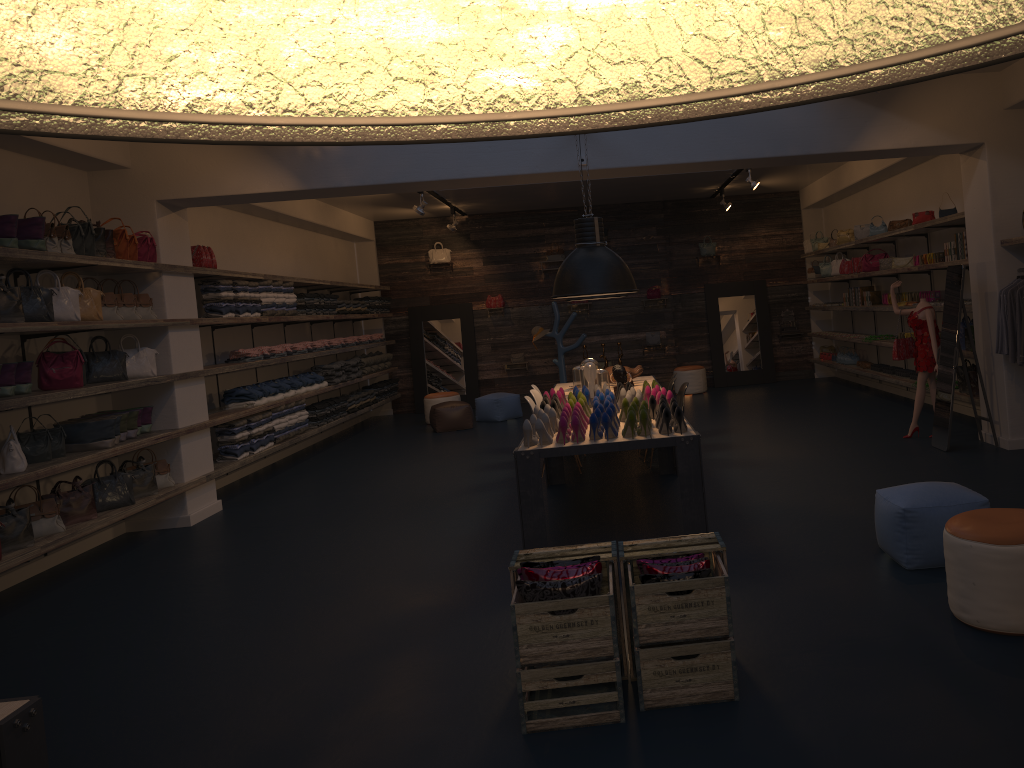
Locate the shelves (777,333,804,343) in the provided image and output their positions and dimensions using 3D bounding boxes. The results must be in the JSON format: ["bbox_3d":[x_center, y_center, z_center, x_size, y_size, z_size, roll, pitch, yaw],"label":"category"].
[{"bbox_3d":[5.182,-0.861,16.156,0.455,0.157,0.244,-5,4,-1],"label":"shelves"}]

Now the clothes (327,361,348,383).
[{"bbox_3d":[-2.544,-0.162,12.362,0.403,0.317,0.347,-5,3,-12],"label":"clothes"}]

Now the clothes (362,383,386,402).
[{"bbox_3d":[-2.270,0.146,14.323,0.368,0.298,0.329,-5,3,4],"label":"clothes"}]

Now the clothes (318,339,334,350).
[{"bbox_3d":[-2.677,-0.541,12.142,0.324,0.154,0.348,-5,4,-3],"label":"clothes"}]

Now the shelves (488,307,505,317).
[{"bbox_3d":[-0.291,-1.303,15.783,0.306,0.157,0.245,-5,4,0],"label":"shelves"}]

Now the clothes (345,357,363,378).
[{"bbox_3d":[-2.462,-0.231,13.152,0.403,0.317,0.347,-5,3,-12],"label":"clothes"}]

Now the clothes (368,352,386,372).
[{"bbox_3d":[-2.330,-0.384,14.716,0.331,0.341,0.401,-4,3,9],"label":"clothes"}]

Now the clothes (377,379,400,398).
[{"bbox_3d":[-2.200,0.076,15.143,0.363,0.298,0.652,-4,4,6],"label":"clothes"}]

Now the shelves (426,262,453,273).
[{"bbox_3d":[-1.294,-2.106,15.704,0.455,0.157,0.244,-5,4,-1],"label":"shelves"}]

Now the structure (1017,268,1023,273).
[{"bbox_3d":[4.262,-0.676,3.738,0.038,0.039,8.746,-4,4,6],"label":"structure"}]

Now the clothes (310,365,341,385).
[{"bbox_3d":[-2.572,-0.123,11.984,0.385,0.302,0.341,-5,3,-10],"label":"clothes"}]

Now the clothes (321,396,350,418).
[{"bbox_3d":[-2.497,0.329,12.233,0.346,0.298,0.313,-4,3,8],"label":"clothes"}]

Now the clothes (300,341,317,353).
[{"bbox_3d":[-2.752,-0.478,11.421,0.324,0.154,0.348,-5,4,-3],"label":"clothes"}]

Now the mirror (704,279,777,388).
[{"bbox_3d":[4.229,-0.939,16.094,1.166,1.915,0.265,-5,2,-3],"label":"mirror"}]

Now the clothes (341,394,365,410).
[{"bbox_3d":[-2.465,0.278,13.123,0.420,0.251,0.345,-5,3,-1],"label":"clothes"}]

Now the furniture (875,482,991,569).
[{"bbox_3d":[2.512,0.810,5.193,0.653,0.422,0.645,-5,4,0],"label":"furniture"}]

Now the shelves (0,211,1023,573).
[{"bbox_3d":[0.774,-0.226,7.510,8.635,2.224,16.888,-4,4,4],"label":"shelves"}]

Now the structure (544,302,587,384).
[{"bbox_3d":[0.879,-0.524,14.945,0.902,1.805,0.184,-4,2,26],"label":"structure"}]

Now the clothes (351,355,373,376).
[{"bbox_3d":[-2.421,-0.307,13.833,0.331,0.341,0.401,-4,3,9],"label":"clothes"}]

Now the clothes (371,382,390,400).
[{"bbox_3d":[-2.247,0.118,14.649,0.377,0.298,0.312,-5,3,-10],"label":"clothes"}]

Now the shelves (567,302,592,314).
[{"bbox_3d":[1.246,-1.371,15.882,0.455,0.210,0.244,-5,3,-1],"label":"shelves"}]

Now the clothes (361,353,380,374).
[{"bbox_3d":[-2.375,-0.345,14.275,0.331,0.341,0.401,-4,3,9],"label":"clothes"}]

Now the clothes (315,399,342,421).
[{"bbox_3d":[-2.530,0.358,11.905,0.353,0.298,0.306,-5,3,1],"label":"clothes"}]

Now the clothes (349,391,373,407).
[{"bbox_3d":[-2.424,0.242,13.540,0.405,0.251,0.357,-4,4,11],"label":"clothes"}]

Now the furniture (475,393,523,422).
[{"bbox_3d":[-0.218,0.351,13.770,0.595,0.422,0.704,-2,5,41],"label":"furniture"}]

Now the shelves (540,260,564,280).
[{"bbox_3d":[0.805,-2.086,15.839,0.562,0.316,0.243,-5,3,-2],"label":"shelves"}]

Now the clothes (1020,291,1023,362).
[{"bbox_3d":[4.687,-0.526,7.523,0.658,0.753,0.128,-5,2,-1],"label":"clothes"}]

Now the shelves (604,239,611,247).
[{"bbox_3d":[1.583,-2.529,15.882,0.455,0.178,0.244,-5,3,-1],"label":"shelves"}]

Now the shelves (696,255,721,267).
[{"bbox_3d":[3.637,-2.275,16.022,0.455,0.177,0.244,-5,3,-1],"label":"shelves"}]

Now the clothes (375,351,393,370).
[{"bbox_3d":[-2.284,-0.422,15.158,0.331,0.341,0.401,-4,3,9],"label":"clothes"}]

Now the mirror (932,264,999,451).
[{"bbox_3d":[4.319,-0.269,8.418,0.525,1.763,0.504,-5,2,1],"label":"mirror"}]

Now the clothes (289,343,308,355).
[{"bbox_3d":[-2.809,-0.441,11.085,0.333,0.159,0.336,-3,4,22],"label":"clothes"}]

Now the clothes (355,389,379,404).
[{"bbox_3d":[-2.381,0.207,13.936,0.420,0.251,0.345,-5,3,-1],"label":"clothes"}]

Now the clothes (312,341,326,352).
[{"bbox_3d":[-2.734,-0.504,11.806,0.333,0.159,0.336,-3,4,22],"label":"clothes"}]

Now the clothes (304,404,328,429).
[{"bbox_3d":[-2.587,0.414,11.251,0.368,0.298,0.329,-5,3,4],"label":"clothes"}]

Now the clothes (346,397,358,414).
[{"bbox_3d":[-2.507,0.313,12.727,0.405,0.251,0.357,-4,4,11],"label":"clothes"}]

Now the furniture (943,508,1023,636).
[{"bbox_3d":[2.378,0.873,4.158,0.577,0.479,0.585,-4,3,4],"label":"furniture"}]

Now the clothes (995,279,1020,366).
[{"bbox_3d":[4.715,-0.569,8.042,0.546,0.814,0.121,-5,2,-3],"label":"clothes"}]

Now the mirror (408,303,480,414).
[{"bbox_3d":[-1.228,-0.476,15.745,1.166,1.915,0.265,-5,2,-3],"label":"mirror"}]

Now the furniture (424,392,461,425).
[{"bbox_3d":[-1.107,0.381,13.921,0.577,0.479,0.585,-4,3,4],"label":"furniture"}]

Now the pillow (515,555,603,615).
[{"bbox_3d":[0.214,0.895,3.626,0.358,0.348,0.437,-5,3,2],"label":"pillow"}]

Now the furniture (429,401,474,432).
[{"bbox_3d":[-0.908,0.466,13.008,0.680,0.422,0.619,-6,4,-15],"label":"furniture"}]

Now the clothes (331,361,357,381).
[{"bbox_3d":[-2.491,-0.192,12.774,0.385,0.302,0.341,-5,3,-10],"label":"clothes"}]

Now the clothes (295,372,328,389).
[{"bbox_3d":[-2.718,-0.041,11.538,0.426,0.240,0.429,-5,4,1],"label":"clothes"}]

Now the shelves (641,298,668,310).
[{"bbox_3d":[2.630,-1.476,15.994,0.498,0.184,0.200,-5,3,-2],"label":"shelves"}]

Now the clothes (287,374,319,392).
[{"bbox_3d":[-2.760,-0.006,11.136,0.406,0.240,0.449,-3,4,18],"label":"clothes"}]

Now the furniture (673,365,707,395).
[{"bbox_3d":[3.157,-0.075,15.382,0.577,0.479,0.585,-4,3,4],"label":"furniture"}]

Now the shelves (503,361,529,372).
[{"bbox_3d":[0.081,-0.314,15.829,0.455,0.143,0.244,-5,4,-1],"label":"shelves"}]

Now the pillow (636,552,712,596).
[{"bbox_3d":[0.702,0.881,3.755,0.309,0.319,0.459,-5,4,3],"label":"pillow"}]

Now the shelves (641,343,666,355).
[{"bbox_3d":[2.618,-0.637,15.989,0.455,0.183,0.244,-5,3,-1],"label":"shelves"}]

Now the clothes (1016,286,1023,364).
[{"bbox_3d":[4.713,-0.547,7.676,0.539,0.800,0.185,-5,2,-7],"label":"clothes"}]

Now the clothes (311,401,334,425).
[{"bbox_3d":[-2.564,0.386,11.578,0.377,0.298,0.312,-5,3,-10],"label":"clothes"}]

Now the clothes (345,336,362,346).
[{"bbox_3d":[-2.527,-0.668,13.602,0.324,0.154,0.348,-5,4,-3],"label":"clothes"}]

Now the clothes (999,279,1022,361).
[{"bbox_3d":[4.708,-0.563,7.974,0.546,0.814,0.121,-5,2,-3],"label":"clothes"}]

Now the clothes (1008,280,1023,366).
[{"bbox_3d":[4.729,-0.562,7.837,0.539,0.800,0.185,-5,2,-7],"label":"clothes"}]
